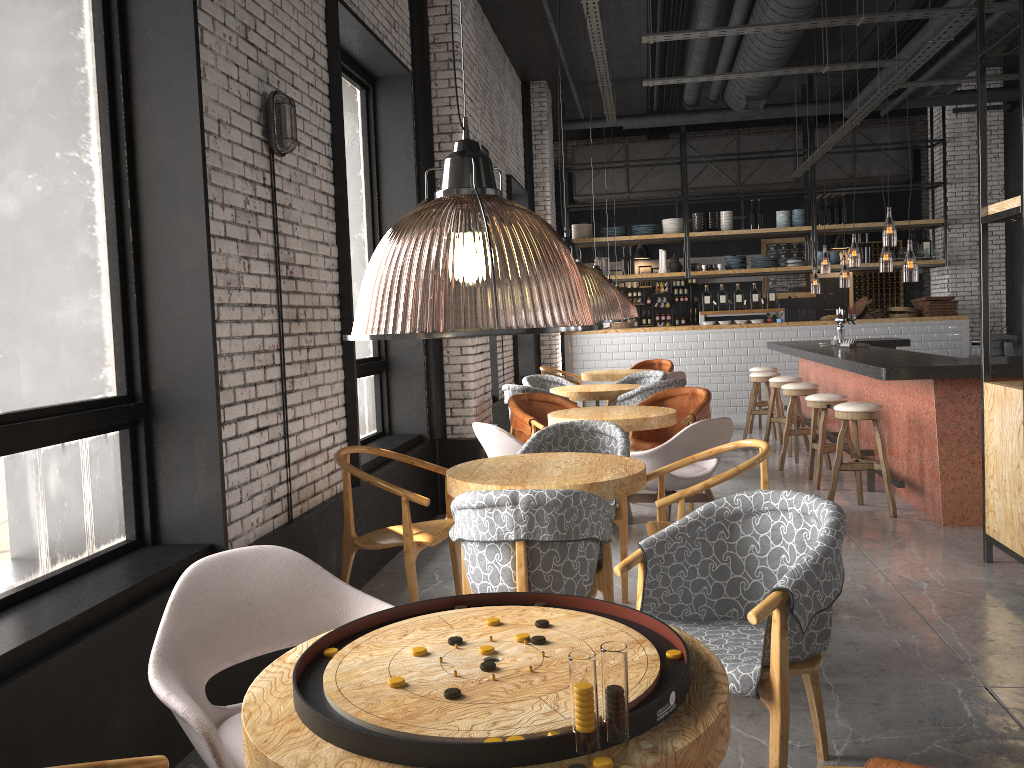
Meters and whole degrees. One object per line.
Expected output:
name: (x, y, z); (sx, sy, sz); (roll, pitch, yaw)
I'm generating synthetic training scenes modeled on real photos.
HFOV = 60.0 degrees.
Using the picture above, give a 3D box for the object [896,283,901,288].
object: (7.090, -1.808, 16.268); (0.079, 0.079, 0.284); (-2, 4, 9)

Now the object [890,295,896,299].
object: (7.002, -1.593, 16.269); (0.079, 0.079, 0.281); (-2, 4, 9)

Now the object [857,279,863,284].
object: (6.433, -1.893, 16.363); (0.079, 0.079, 0.284); (-2, 4, 9)

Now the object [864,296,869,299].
object: (6.539, -1.581, 16.364); (0.079, 0.079, 0.281); (-2, 4, 9)

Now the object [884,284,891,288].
object: (6.900, -1.800, 16.274); (0.079, 0.079, 0.284); (-2, 4, 9)

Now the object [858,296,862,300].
object: (6.442, -1.577, 16.359); (0.079, 0.079, 0.281); (-2, 4, 9)

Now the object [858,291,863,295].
object: (6.441, -1.683, 16.374); (0.079, 0.079, 0.284); (-2, 4, 9)

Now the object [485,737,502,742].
object: (-0.029, 0.571, 1.403); (0.032, 0.010, 0.032); (-5, 5, -30)

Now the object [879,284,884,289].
object: (6.812, -1.800, 16.326); (0.079, 0.079, 0.284); (-2, 4, 9)

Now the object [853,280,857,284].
object: (6.342, -1.891, 16.393); (0.079, 0.079, 0.284); (-2, 4, 9)

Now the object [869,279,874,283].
object: (6.619, -1.898, 16.334); (0.079, 0.079, 0.284); (-2, 4, 9)

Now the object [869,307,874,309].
object: (6.638, -1.373, 16.341); (0.079, 0.079, 0.281); (-2, 4, 9)

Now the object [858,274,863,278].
object: (6.425, -1.996, 16.335); (0.079, 0.079, 0.284); (-2, 4, 9)

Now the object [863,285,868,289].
object: (6.532, -1.792, 16.369); (0.079, 0.079, 0.284); (-2, 4, 9)

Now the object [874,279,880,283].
object: (6.709, -1.899, 16.297); (0.079, 0.079, 0.284); (-2, 4, 9)

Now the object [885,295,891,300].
object: (6.912, -1.592, 16.306); (0.079, 0.079, 0.281); (-2, 4, 9)

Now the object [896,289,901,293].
object: (7.091, -1.701, 16.254); (0.079, 0.079, 0.284); (-2, 4, 9)

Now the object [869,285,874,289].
object: (6.620, -1.792, 16.317); (0.079, 0.079, 0.284); (-2, 4, 9)

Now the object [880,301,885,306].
object: (6.823, -1.485, 16.326); (0.079, 0.079, 0.281); (-2, 4, 9)

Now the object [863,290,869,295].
object: (6.533, -1.685, 16.350); (0.079, 0.079, 0.284); (-2, 4, 9)

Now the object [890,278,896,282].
object: (6.992, -1.910, 16.277); (0.079, 0.079, 0.284); (-2, 4, 9)

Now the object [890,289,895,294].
object: (7.003, -1.701, 16.303); (0.079, 0.079, 0.284); (-2, 4, 9)

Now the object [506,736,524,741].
object: (0.006, 0.569, 1.406); (0.032, 0.010, 0.032); (-5, 5, -30)

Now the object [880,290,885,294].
object: (6.817, -1.696, 16.336); (0.079, 0.079, 0.284); (-2, 4, 9)

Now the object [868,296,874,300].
object: (6.635, -1.585, 16.369); (0.079, 0.079, 0.281); (-2, 4, 9)

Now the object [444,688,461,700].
object: (-0.107, 0.558, 1.598); (0.032, 0.010, 0.032); (-5, 5, -30)

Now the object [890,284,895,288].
object: (6.999, -1.806, 16.298); (0.079, 0.079, 0.284); (-2, 4, 9)

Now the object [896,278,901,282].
object: (7.088, -1.914, 16.282); (0.079, 0.079, 0.284); (-2, 4, 9)

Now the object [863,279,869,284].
object: (6.523, -1.894, 16.330); (0.079, 0.079, 0.284); (-2, 4, 9)

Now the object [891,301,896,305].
object: (7.012, -1.492, 16.312); (0.079, 0.079, 0.281); (-2, 4, 9)

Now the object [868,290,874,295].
object: (6.628, -1.689, 16.345); (0.079, 0.079, 0.284); (-2, 4, 9)

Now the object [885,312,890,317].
object: (6.925, -1.278, 16.322); (0.079, 0.079, 0.281); (-2, 4, 9)

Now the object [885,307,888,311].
object: (6.923, -1.384, 16.333); (0.079, 0.079, 0.281); (-2, 4, 9)

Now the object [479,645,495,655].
object: (-0.051, 0.541, 1.802); (0.032, 0.010, 0.032); (-5, 5, -30)

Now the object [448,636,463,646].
object: (-0.119, 0.539, 1.862); (0.032, 0.010, 0.032); (-5, 5, -30)

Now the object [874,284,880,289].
object: (6.714, -1.795, 16.306); (0.079, 0.079, 0.284); (-2, 4, 9)

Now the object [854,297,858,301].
object: (6.354, -1.576, 16.408); (0.079, 0.079, 0.281); (-2, 4, 9)

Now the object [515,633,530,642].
object: (0.022, 0.533, 1.864); (0.032, 0.010, 0.032); (-5, 5, -30)

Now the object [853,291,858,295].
object: (6.344, -1.678, 16.365); (0.079, 0.079, 0.284); (-2, 4, 9)

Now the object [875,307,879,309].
object: (6.734, -1.377, 16.346); (0.079, 0.079, 0.281); (-2, 4, 9)

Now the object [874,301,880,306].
object: (6.728, -1.481, 16.331); (0.079, 0.079, 0.281); (-2, 4, 9)

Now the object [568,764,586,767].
object: (0.099, 0.591, 1.352); (0.032, 0.010, 0.032); (-5, 5, -30)

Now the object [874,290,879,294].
object: (6.721, -1.691, 16.331); (0.079, 0.079, 0.284); (-2, 4, 9)

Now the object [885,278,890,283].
object: (6.896, -1.905, 16.272); (0.079, 0.079, 0.284); (-2, 4, 9)

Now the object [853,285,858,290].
object: (6.344, -1.785, 16.383); (0.079, 0.079, 0.284); (-2, 4, 9)

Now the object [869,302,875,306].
object: (6.633, -1.477, 16.332); (0.079, 0.079, 0.281); (-2, 4, 9)

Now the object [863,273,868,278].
object: (6.521, -2.000, 16.343); (0.079, 0.079, 0.284); (-2, 4, 9)

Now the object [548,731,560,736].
object: (0.073, 0.570, 1.426); (0.031, 0.020, 0.032); (-4, 4, -27)

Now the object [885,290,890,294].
object: (6.908, -1.697, 16.302); (0.079, 0.079, 0.284); (-2, 4, 9)

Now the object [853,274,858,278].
object: (6.334, -1.994, 16.363); (0.079, 0.079, 0.284); (-2, 4, 9)

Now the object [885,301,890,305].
object: (6.919, -1.489, 16.331); (0.079, 0.079, 0.281); (-2, 4, 9)

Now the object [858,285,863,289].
object: (6.440, -1.789, 16.388); (0.079, 0.079, 0.284); (-2, 4, 9)

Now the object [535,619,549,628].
object: (0.066, 0.526, 1.944); (0.032, 0.010, 0.032); (-5, 5, -30)

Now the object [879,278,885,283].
object: (6.806, -1.904, 16.306); (0.079, 0.079, 0.284); (-2, 4, 9)

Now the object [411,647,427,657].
object: (-0.189, 0.546, 1.810); (0.032, 0.010, 0.032); (-5, 5, -30)
